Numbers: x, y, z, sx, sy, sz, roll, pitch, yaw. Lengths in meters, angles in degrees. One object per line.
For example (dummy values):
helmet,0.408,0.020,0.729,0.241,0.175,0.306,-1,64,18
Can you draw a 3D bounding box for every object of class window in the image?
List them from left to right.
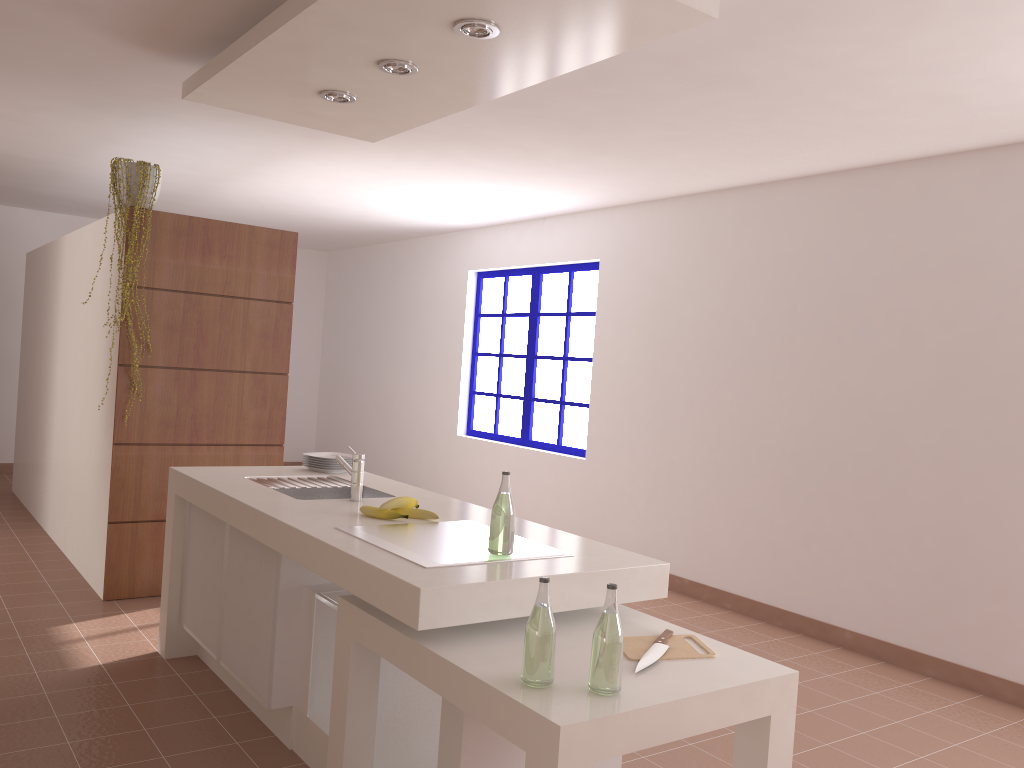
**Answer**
window,0.158,-0.216,7.075,0.035,1.430,1.699,3,1,-36

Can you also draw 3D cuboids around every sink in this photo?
sink,-0.755,0.405,3.508,0.404,0.368,0.668,3,1,-36

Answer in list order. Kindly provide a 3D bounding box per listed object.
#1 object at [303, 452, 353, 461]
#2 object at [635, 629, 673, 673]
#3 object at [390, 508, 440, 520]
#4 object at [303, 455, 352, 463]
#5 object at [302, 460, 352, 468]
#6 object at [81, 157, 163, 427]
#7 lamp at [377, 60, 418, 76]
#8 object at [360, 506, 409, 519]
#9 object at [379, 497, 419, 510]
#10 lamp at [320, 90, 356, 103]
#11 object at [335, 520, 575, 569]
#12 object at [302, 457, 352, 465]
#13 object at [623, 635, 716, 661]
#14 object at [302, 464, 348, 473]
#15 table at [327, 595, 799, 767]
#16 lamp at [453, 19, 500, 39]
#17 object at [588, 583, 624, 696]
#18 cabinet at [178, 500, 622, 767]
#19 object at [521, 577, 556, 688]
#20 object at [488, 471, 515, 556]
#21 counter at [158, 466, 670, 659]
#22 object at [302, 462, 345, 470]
object,-0.822,0.334,4.042,0.228,0.020,0.228,5,1,36
object,0.358,0.656,2.185,0.041,0.008,0.375,4,1,21
object,-0.337,0.432,2.970,0.207,0.033,0.060,4,1,9
object,-0.823,0.344,4.042,0.228,0.020,0.228,5,1,36
object,-0.824,0.365,4.042,0.228,0.020,0.228,5,1,36
object,-1.959,-0.458,4.500,0.279,1.344,0.297,4,1,13
lamp,-0.403,-1.138,3.137,0.143,0.059,0.143,4,1,-8
object,-0.436,0.426,2.930,0.207,0.033,0.060,5,1,34
object,-0.364,0.403,2.976,0.047,0.055,0.207,5,1,31
lamp,-0.694,-1.166,3.542,0.143,0.059,0.143,4,1,-8
object,-0.180,0.464,2.625,0.493,0.006,0.551,3,1,-36
object,-0.824,0.355,4.042,0.228,0.020,0.228,5,1,36
object,0.382,0.664,2.236,0.266,0.006,0.168,4,1,-19
object,-0.826,0.385,4.043,0.228,0.020,0.228,5,1,36
table,0.076,0.967,2.325,0.737,0.647,1.003,3,1,-36
lamp,-0.107,-1.110,2.728,0.143,0.059,0.143,5,1,37
object,0.207,0.544,1.902,0.071,0.230,0.071,5,1,35
cabinet,-0.504,0.886,3.133,0.737,0.700,2.048,3,1,-36
object,0.062,0.534,1.918,0.071,0.230,0.071,5,1,35
object,-0.024,0.359,2.475,0.071,0.230,0.071,5,1,35
counter,-0.537,0.832,3.176,0.821,0.800,2.156,3,1,-36
object,-0.825,0.375,4.043,0.228,0.020,0.228,5,1,36
